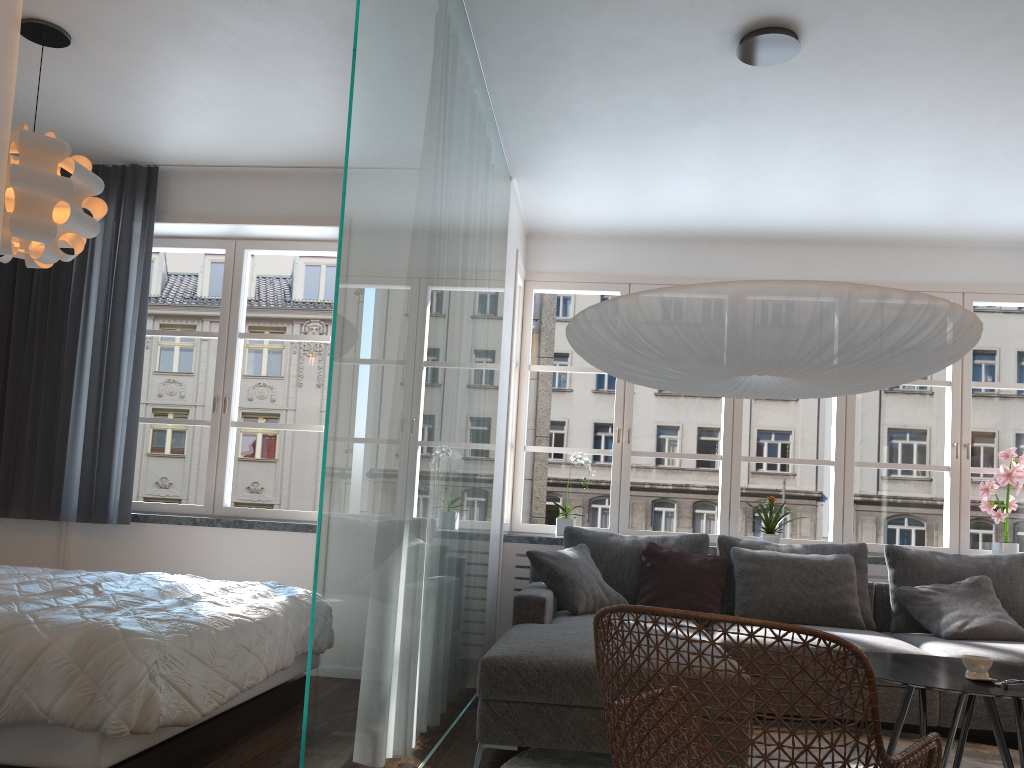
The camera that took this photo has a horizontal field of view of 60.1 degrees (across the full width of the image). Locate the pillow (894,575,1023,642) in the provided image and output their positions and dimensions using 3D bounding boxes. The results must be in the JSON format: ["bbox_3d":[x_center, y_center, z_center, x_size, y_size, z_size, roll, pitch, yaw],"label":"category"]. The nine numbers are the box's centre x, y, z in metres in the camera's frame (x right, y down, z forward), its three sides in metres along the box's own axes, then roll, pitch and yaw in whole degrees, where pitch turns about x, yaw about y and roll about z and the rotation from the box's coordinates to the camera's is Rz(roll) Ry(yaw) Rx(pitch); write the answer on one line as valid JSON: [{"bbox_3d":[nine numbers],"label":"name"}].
[{"bbox_3d":[2.309,1.142,4.541,0.492,0.319,0.447,5,-8,-12],"label":"pillow"}]

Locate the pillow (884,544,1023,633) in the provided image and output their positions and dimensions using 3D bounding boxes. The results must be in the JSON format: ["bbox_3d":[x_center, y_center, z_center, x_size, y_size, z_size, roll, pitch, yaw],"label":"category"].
[{"bbox_3d":[2.458,1.128,4.771,0.836,0.474,0.277,2,-6,7],"label":"pillow"}]

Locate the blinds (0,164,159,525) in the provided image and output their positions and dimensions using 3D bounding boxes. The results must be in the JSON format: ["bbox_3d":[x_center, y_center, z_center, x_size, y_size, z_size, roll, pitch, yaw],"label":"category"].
[{"bbox_3d":[-2.617,-0.256,4.973,1.194,2.020,0.133,2,-5,8],"label":"blinds"}]

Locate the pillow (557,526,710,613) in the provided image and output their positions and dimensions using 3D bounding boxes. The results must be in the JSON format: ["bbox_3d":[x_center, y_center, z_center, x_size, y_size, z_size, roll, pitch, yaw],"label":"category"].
[{"bbox_3d":[0.686,1.056,4.965,0.836,0.475,0.277,2,-6,7],"label":"pillow"}]

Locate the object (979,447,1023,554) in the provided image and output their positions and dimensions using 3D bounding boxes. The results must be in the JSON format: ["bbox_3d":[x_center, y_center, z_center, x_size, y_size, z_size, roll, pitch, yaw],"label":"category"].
[{"bbox_3d":[2.910,0.718,5.238,0.201,0.686,0.299,5,-5,-15],"label":"object"}]

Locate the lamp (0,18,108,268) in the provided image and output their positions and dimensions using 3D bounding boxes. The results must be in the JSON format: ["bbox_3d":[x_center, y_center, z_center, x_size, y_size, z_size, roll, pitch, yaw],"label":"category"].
[{"bbox_3d":[-1.954,-0.975,3.605,0.551,0.965,0.555,3,-6,6],"label":"lamp"}]

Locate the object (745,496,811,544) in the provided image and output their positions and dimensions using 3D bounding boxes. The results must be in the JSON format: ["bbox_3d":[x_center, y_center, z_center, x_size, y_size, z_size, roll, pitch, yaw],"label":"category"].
[{"bbox_3d":[1.598,0.842,5.355,0.377,0.326,0.324,6,-7,-18],"label":"object"}]

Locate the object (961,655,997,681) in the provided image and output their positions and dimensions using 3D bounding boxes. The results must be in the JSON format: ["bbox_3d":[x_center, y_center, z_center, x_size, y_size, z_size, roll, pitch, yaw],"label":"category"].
[{"bbox_3d":[1.483,0.907,2.813,0.091,0.068,0.140,1,-8,18],"label":"object"}]

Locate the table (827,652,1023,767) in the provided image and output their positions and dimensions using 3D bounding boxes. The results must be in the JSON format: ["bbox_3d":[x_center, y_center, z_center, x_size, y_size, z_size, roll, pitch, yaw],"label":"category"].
[{"bbox_3d":[1.488,1.199,2.941,0.846,0.469,0.854,2,-8,9],"label":"table"}]

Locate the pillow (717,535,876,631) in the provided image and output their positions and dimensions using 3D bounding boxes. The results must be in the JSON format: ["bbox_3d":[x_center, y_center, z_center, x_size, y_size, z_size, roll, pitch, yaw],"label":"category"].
[{"bbox_3d":[1.552,1.091,4.881,0.839,0.472,0.279,2,-6,7],"label":"pillow"}]

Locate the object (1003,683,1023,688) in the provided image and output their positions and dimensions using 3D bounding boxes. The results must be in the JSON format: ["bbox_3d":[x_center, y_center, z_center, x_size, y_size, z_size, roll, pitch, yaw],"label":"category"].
[{"bbox_3d":[1.579,0.922,2.699,0.168,0.015,0.015,4,-7,-7],"label":"object"}]

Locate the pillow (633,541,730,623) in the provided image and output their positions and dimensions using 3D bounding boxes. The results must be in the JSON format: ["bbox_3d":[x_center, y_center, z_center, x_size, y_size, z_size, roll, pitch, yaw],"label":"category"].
[{"bbox_3d":[0.922,1.065,4.780,0.521,0.400,0.313,2,-6,8],"label":"pillow"}]

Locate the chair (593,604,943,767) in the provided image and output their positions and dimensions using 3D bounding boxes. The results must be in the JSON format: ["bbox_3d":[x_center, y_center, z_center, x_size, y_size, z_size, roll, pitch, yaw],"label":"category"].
[{"bbox_3d":[0.593,0.893,2.133,0.719,0.704,0.690,-2,-9,39],"label":"chair"}]

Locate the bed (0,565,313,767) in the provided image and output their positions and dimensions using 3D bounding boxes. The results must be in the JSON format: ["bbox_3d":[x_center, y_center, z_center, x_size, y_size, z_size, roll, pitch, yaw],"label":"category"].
[{"bbox_3d":[-2.097,0.923,3.402,2.440,0.757,2.185,2,-8,6],"label":"bed"}]

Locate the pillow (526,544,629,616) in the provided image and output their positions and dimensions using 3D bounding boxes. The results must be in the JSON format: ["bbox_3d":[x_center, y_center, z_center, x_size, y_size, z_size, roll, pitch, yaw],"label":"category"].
[{"bbox_3d":[0.353,1.033,4.697,0.518,0.357,0.347,11,-10,-44],"label":"pillow"}]

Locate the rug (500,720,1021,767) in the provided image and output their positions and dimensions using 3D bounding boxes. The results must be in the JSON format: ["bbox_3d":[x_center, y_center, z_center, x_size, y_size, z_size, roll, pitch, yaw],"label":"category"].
[{"bbox_3d":[1.336,1.407,2.840,2.841,0.012,2.858,5,-9,-14],"label":"rug"}]

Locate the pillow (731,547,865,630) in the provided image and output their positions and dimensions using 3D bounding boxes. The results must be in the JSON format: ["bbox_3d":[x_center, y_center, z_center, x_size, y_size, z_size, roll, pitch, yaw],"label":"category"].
[{"bbox_3d":[1.521,1.093,4.739,0.666,0.394,0.294,2,-6,6],"label":"pillow"}]

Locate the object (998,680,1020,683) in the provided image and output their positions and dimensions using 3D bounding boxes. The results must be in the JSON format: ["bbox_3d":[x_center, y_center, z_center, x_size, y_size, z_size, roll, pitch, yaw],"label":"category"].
[{"bbox_3d":[1.579,0.939,2.794,0.124,0.010,0.026,8,-9,-27],"label":"object"}]

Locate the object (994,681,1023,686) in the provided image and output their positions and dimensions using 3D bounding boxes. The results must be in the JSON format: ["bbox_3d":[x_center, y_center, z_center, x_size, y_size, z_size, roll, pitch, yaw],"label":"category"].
[{"bbox_3d":[1.564,0.927,2.739,0.164,0.016,0.025,6,-8,-19],"label":"object"}]

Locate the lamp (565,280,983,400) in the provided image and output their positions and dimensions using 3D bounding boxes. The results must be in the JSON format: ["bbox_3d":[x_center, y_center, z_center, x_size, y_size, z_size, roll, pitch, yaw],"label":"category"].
[{"bbox_3d":[0.932,-0.092,3.313,1.473,0.208,1.479,-5,-12,42],"label":"lamp"}]

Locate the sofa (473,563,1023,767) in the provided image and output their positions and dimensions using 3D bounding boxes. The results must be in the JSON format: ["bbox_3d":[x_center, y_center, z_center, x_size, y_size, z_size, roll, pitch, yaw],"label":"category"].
[{"bbox_3d":[1.494,1.264,3.982,3.066,0.667,2.058,2,-9,6],"label":"sofa"}]

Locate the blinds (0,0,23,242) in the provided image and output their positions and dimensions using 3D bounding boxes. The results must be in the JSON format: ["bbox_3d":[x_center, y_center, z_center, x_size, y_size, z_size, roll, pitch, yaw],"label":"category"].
[{"bbox_3d":[-2.079,-0.312,2.155,1.807,2.716,0.155,2,-5,8],"label":"blinds"}]
